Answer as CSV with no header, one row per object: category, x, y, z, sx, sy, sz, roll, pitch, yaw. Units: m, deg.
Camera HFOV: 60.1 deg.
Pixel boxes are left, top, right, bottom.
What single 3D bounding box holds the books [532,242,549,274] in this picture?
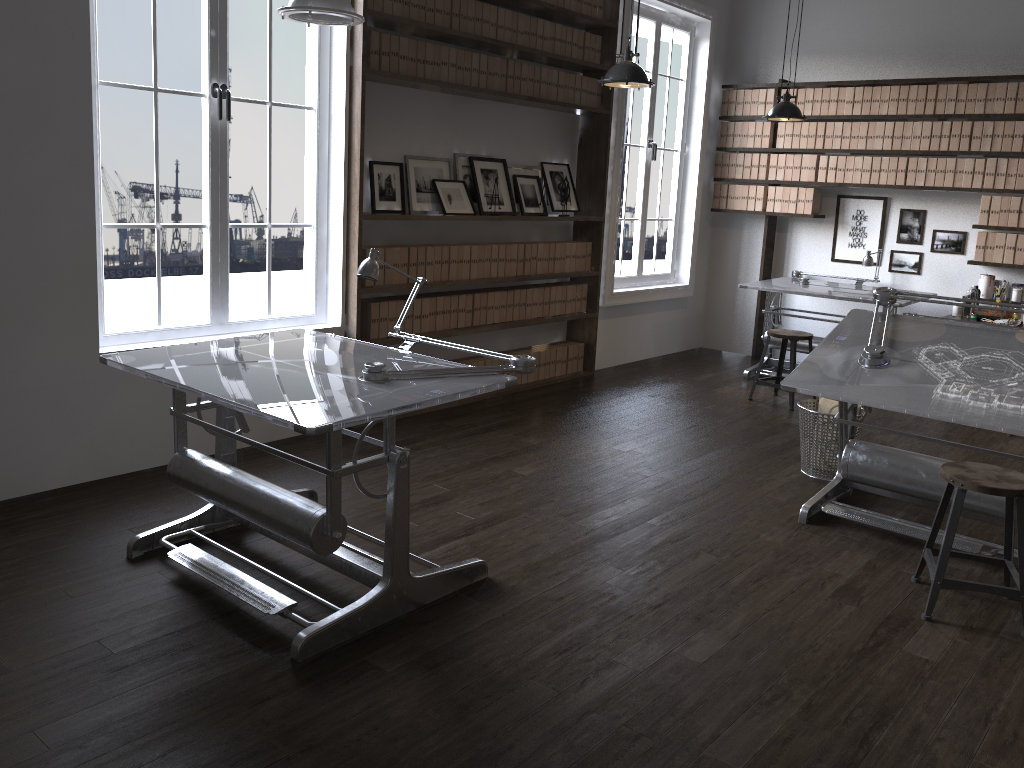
books,0.183,-0.937,6.570,0.175,0.223,0.067,12,14,39

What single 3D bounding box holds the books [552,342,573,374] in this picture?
books,0.391,-0.204,6.993,0.175,0.224,0.067,12,14,39

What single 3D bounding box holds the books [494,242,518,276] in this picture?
books,-0.052,-0.886,6.291,0.175,0.223,0.067,12,14,39

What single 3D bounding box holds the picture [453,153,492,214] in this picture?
picture,-0.250,-1.363,6.055,0.091,0.402,0.371,11,14,39

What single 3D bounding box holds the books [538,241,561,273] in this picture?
books,0.277,-0.954,6.671,0.175,0.224,0.067,12,13,39

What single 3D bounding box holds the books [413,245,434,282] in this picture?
books,-0.584,-0.771,5.660,0.175,0.223,0.067,12,14,39

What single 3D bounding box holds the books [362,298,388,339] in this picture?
books,-0.843,-0.404,5.426,0.175,0.223,0.067,12,13,39

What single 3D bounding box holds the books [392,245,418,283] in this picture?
books,-0.678,-0.751,5.549,0.175,0.224,0.067,12,13,39

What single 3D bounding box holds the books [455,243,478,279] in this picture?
books,-0.319,-0.828,5.972,0.175,0.224,0.067,12,14,39

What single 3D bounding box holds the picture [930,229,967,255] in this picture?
picture,3.498,-1.138,7.098,0.252,0.182,0.023,13,14,39

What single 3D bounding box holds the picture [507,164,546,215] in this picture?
picture,0.098,-1.413,6.466,0.096,0.358,0.436,11,14,39

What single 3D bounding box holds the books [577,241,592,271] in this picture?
books,0.535,-1.010,6.976,0.175,0.224,0.067,12,14,39

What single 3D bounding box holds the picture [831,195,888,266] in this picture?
picture,2.949,-1.310,7.533,0.417,0.570,0.040,12,13,39

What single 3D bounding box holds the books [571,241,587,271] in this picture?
books,0.488,-1.002,6.931,0.175,0.223,0.067,12,14,39

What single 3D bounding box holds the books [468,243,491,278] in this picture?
books,-0.233,-0.848,6.082,0.175,0.223,0.067,12,13,39

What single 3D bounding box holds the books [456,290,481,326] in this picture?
books,-0.304,-0.520,6.064,0.175,0.224,0.067,12,14,39

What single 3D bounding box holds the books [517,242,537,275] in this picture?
books,0.091,-0.917,6.463,0.175,0.223,0.067,12,13,39

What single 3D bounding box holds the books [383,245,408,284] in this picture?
books,-0.730,-0.742,5.496,0.175,0.223,0.067,12,14,39

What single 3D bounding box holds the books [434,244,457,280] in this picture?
books,-0.448,-0.800,5.818,0.175,0.224,0.067,12,14,39

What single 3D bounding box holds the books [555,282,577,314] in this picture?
books,0.410,-0.674,6.912,0.175,0.223,0.067,12,13,39

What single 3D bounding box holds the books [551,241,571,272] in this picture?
books,0.358,-0.973,6.772,0.175,0.223,0.067,12,14,39

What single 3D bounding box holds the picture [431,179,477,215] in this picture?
picture,-0.376,-1.221,5.806,0.145,0.227,0.301,12,15,39

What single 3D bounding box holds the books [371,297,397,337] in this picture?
books,-0.799,-0.415,5.483,0.175,0.223,0.067,12,13,39

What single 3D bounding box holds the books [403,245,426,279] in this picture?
books,-0.634,-0.762,5.609,0.175,0.223,0.067,12,14,39

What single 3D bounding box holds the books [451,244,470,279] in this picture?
books,-0.367,-0.818,5.918,0.175,0.223,0.067,12,13,39

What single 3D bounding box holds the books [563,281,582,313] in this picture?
books,0.456,-0.684,6.966,0.175,0.223,0.067,12,13,39

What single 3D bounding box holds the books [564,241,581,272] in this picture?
books,0.444,-0.992,6.877,0.175,0.223,0.067,12,14,39

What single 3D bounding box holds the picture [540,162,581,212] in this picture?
picture,0.370,-1.495,6.734,0.161,0.361,0.344,11,14,39

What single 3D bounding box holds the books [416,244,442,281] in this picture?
books,-0.542,-0.782,5.717,0.175,0.223,0.067,12,13,39

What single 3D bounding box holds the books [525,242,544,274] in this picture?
books,0.141,-0.926,6.514,0.175,0.223,0.067,12,13,39

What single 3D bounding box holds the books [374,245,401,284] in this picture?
books,-0.770,-0.732,5.445,0.175,0.223,0.067,12,13,39

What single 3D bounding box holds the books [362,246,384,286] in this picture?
books,-0.854,-0.713,5.339,0.175,0.223,0.067,12,13,39

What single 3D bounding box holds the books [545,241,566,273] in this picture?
books,0.316,-0.965,6.725,0.175,0.223,0.067,12,14,39

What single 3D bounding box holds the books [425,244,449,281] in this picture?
books,-0.496,-0.791,5.770,0.175,0.223,0.067,12,13,39

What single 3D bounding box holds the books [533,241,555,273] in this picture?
books,0.229,-0.946,6.624,0.175,0.223,0.067,12,14,39

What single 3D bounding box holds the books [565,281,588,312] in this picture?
books,0.505,-0.693,7.017,0.175,0.223,0.067,12,14,39

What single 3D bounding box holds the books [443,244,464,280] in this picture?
books,-0.409,-0.810,5.871,0.175,0.223,0.067,12,13,39

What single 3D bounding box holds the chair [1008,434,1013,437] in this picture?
chair,3.534,0.111,5.783,0.359,0.523,0.374,-7,14,-41

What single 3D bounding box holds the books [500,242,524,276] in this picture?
books,-0.005,-0.897,6.350,0.175,0.223,0.067,12,13,39

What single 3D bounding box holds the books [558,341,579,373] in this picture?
books,0.434,-0.215,7.053,0.175,0.223,0.067,12,13,39

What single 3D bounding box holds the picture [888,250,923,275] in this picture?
picture,3.253,-1.007,7.324,0.252,0.182,0.023,13,14,39

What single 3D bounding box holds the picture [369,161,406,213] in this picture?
picture,-0.769,-1.214,5.476,0.058,0.312,0.268,11,14,39

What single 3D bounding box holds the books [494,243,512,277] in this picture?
books,-0.089,-0.876,6.240,0.175,0.224,0.067,12,13,39

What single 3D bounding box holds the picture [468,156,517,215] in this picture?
picture,-0.130,-1.363,6.118,0.149,0.388,0.375,11,14,39

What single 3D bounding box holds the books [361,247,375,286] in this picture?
books,-0.903,-0.704,5.286,0.175,0.223,0.067,12,13,39

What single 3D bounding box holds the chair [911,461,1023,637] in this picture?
chair,1.713,0.586,3.256,0.359,0.523,0.374,6,11,18

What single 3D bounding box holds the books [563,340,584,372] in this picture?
books,0.485,-0.225,7.109,0.175,0.223,0.067,12,14,39

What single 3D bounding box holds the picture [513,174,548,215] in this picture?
picture,0.135,-1.374,6.455,0.127,0.288,0.291,11,14,39

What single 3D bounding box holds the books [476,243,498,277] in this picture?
books,-0.185,-0.857,6.132,0.175,0.223,0.067,12,14,39

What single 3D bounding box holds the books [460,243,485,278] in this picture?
books,-0.276,-0.838,6.028,0.175,0.223,0.067,12,13,39

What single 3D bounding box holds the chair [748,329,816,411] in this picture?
chair,1.989,-0.113,6.423,0.359,0.523,0.374,-7,14,-41

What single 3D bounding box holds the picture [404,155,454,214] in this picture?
picture,-0.525,-1.283,5.729,0.083,0.362,0.417,11,14,39

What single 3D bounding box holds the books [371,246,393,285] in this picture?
books,-0.807,-0.723,5.394,0.175,0.224,0.067,12,14,39

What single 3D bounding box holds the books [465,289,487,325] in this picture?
books,-0.260,-0.531,6.123,0.175,0.223,0.067,12,13,39

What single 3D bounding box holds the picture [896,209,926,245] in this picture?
picture,3.277,-1.291,7.269,0.202,0.282,0.022,12,13,38

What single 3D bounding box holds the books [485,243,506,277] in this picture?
books,-0.136,-0.866,6.185,0.175,0.223,0.067,12,14,39

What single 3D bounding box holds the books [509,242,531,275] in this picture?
books,0.047,-0.906,6.402,0.175,0.224,0.067,12,14,39

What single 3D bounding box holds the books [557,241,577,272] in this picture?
books,0.402,-0.982,6.821,0.175,0.224,0.067,12,13,39

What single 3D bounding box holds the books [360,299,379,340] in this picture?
books,-0.890,-0.394,5.371,0.175,0.224,0.067,12,14,39
